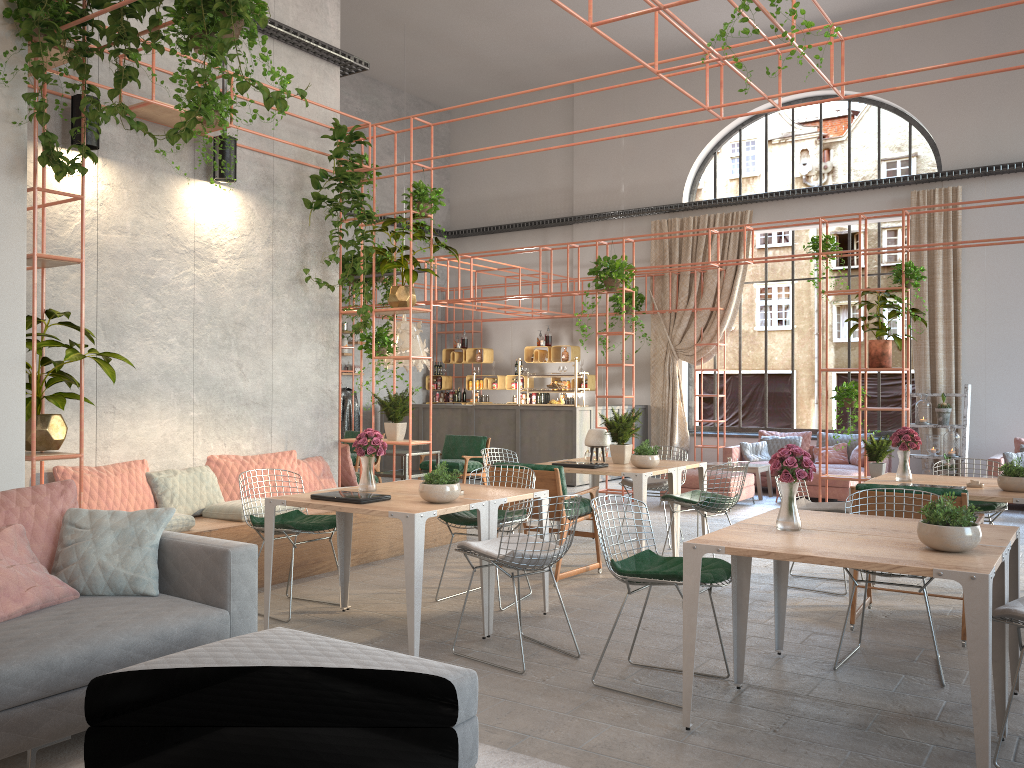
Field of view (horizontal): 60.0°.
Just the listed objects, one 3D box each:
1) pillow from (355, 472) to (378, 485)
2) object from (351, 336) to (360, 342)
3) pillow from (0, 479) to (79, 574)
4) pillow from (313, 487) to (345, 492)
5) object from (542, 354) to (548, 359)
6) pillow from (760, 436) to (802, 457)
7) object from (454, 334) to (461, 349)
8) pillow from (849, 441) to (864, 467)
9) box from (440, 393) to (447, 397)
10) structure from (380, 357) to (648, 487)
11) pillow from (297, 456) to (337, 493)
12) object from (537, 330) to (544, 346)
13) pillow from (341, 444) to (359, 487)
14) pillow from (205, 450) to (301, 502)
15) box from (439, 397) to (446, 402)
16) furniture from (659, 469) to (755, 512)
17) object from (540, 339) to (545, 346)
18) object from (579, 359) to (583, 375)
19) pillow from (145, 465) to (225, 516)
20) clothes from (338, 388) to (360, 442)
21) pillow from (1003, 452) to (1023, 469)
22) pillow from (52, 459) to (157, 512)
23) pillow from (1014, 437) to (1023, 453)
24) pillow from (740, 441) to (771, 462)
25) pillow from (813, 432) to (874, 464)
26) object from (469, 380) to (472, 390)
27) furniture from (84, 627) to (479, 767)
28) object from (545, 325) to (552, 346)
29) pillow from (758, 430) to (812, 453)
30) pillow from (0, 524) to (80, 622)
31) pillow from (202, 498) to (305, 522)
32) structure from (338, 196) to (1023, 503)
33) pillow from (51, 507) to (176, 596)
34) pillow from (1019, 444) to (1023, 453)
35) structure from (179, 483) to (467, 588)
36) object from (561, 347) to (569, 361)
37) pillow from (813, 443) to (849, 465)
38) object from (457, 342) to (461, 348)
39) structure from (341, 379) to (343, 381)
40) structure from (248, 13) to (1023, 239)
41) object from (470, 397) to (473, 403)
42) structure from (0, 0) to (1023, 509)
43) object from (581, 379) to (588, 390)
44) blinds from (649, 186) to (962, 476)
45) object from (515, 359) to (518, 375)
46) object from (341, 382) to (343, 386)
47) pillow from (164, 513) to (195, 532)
[{"bbox_3d":[-1.817,1.018,9.466,0.637,0.149,0.491,0,0,35],"label":"pillow"},{"bbox_3d":[-2.817,-0.811,16.021,0.013,0.101,0.263,0,0,34],"label":"object"},{"bbox_3d":[-2.198,0.678,3.738,0.273,0.476,0.836,0,0,34],"label":"pillow"},{"bbox_3d":[-1.490,1.010,7.941,0.491,0.149,0.637,0,0,35],"label":"pillow"},{"bbox_3d":[0.613,-0.478,16.178,0.141,0.142,0.123,0,0,34],"label":"object"},{"bbox_3d":[4.113,0.994,13.652,0.666,0.385,0.289,0,0,34],"label":"pillow"},{"bbox_3d":[-1.067,-0.838,17.475,0.134,0.301,0.134,0,0,23],"label":"object"},{"bbox_3d":[5.052,1.009,12.803,0.308,0.349,0.495,0,0,-6],"label":"pillow"},{"bbox_3d":[-1.351,0.218,17.479,0.058,0.093,0.122,1,0,-45],"label":"box"},{"bbox_3d":[0.028,0.592,15.909,4.057,2.022,2.579,0,0,34],"label":"structure"},{"bbox_3d":[-1.861,0.871,8.109,0.289,0.385,0.666,0,0,29],"label":"pillow"},{"bbox_3d":[0.528,-0.839,16.407,0.134,0.301,0.134,0,0,23],"label":"object"},{"bbox_3d":[-1.962,0.830,9.056,0.839,0.474,0.276,0,0,24],"label":"pillow"},{"bbox_3d":[-2.200,0.819,7.562,0.839,0.474,0.276,0,0,-36],"label":"pillow"},{"bbox_3d":[-1.371,0.311,17.444,0.122,0.093,0.058,0,0,34],"label":"box"},{"bbox_3d":[2.574,1.369,11.666,0.976,0.446,0.941,0,0,34],"label":"furniture"},{"bbox_3d":[0.562,-0.750,16.169,0.088,0.123,0.088,0,0,0],"label":"object"},{"bbox_3d":[1.241,-0.302,15.885,0.075,0.273,0.075,0,0,23],"label":"object"},{"bbox_3d":[-2.574,0.862,7.044,0.289,0.385,0.666,0,0,29],"label":"pillow"},{"bbox_3d":[-2.914,0.564,15.842,0.366,0.997,0.625,0,0,14],"label":"clothes"},{"bbox_3d":[6.687,1.041,11.567,0.500,0.324,0.307,0,0,-21],"label":"pillow"},{"bbox_3d":[-2.949,0.810,6.522,0.276,0.474,0.839,0,0,24],"label":"pillow"},{"bbox_3d":[7.146,0.963,11.803,0.839,0.474,0.276,0,0,34],"label":"pillow"},{"bbox_3d":[3.750,1.042,13.534,0.500,0.324,0.307,0,0,-21],"label":"pillow"},{"bbox_3d":[4.955,0.965,13.256,0.836,0.476,0.273,0,0,34],"label":"pillow"},{"bbox_3d":[-0.796,0.020,17.058,0.069,0.191,0.069,0,0,-14],"label":"object"},{"bbox_3d":[-0.754,1.104,2.764,0.975,0.446,0.941,0,0,34],"label":"furniture"},{"bbox_3d":[0.667,-0.881,16.271,0.134,0.386,0.134,0,0,23],"label":"object"},{"bbox_3d":[4.208,0.963,13.770,0.839,0.474,0.276,0,0,34],"label":"pillow"},{"bbox_3d":[-2.042,0.742,3.490,0.441,0.317,0.479,0,0,15],"label":"pillow"},{"bbox_3d":[-2.056,1.003,7.096,0.491,0.149,0.637,0,0,35],"label":"pillow"},{"bbox_3d":[3.392,-0.221,12.479,14.689,4.247,4.157,0,0,34],"label":"structure"},{"bbox_3d":[-1.746,0.726,3.835,0.495,0.349,0.308,0,0,-6],"label":"pillow"},{"bbox_3d":[7.051,0.993,11.686,0.666,0.385,0.289,0,0,34],"label":"pillow"},{"bbox_3d":[-4.096,1.302,8.703,5.831,0.500,4.386,0,0,34],"label":"structure"},{"bbox_3d":[0.963,-0.537,16.020,0.137,0.261,0.137,0,0,-20],"label":"object"},{"bbox_3d":[4.707,1.028,13.100,0.479,0.317,0.441,0,0,15],"label":"pillow"},{"bbox_3d":[-1.033,-0.750,17.237,0.088,0.123,0.088,0,0,0],"label":"object"},{"bbox_3d":[-3.046,-0.084,15.786,0.019,0.044,0.066,0,0,34],"label":"structure"},{"bbox_3d":[0.712,-3.121,7.968,15.203,0.110,15.603,0,0,34],"label":"structure"},{"bbox_3d":[-0.754,0.304,17.049,0.115,0.107,0.115,0,0,1],"label":"object"},{"bbox_3d":[-2.128,-0.830,7.095,14.096,4.345,4.501,0,0,33],"label":"structure"},{"bbox_3d":[1.290,0.012,15.713,0.131,0.207,0.131,0,0,-11],"label":"object"},{"bbox_3d":[4.465,-0.710,14.239,4.957,4.389,0.414,0,0,35],"label":"blinds"},{"bbox_3d":[0.085,-0.312,16.491,0.066,0.291,0.066,0,0,4],"label":"object"},{"bbox_3d":[-3.052,-0.010,15.751,0.049,0.121,0.093,0,0,36],"label":"object"},{"bbox_3d":[-2.639,0.996,6.224,0.491,0.149,0.637,0,0,35],"label":"pillow"}]
